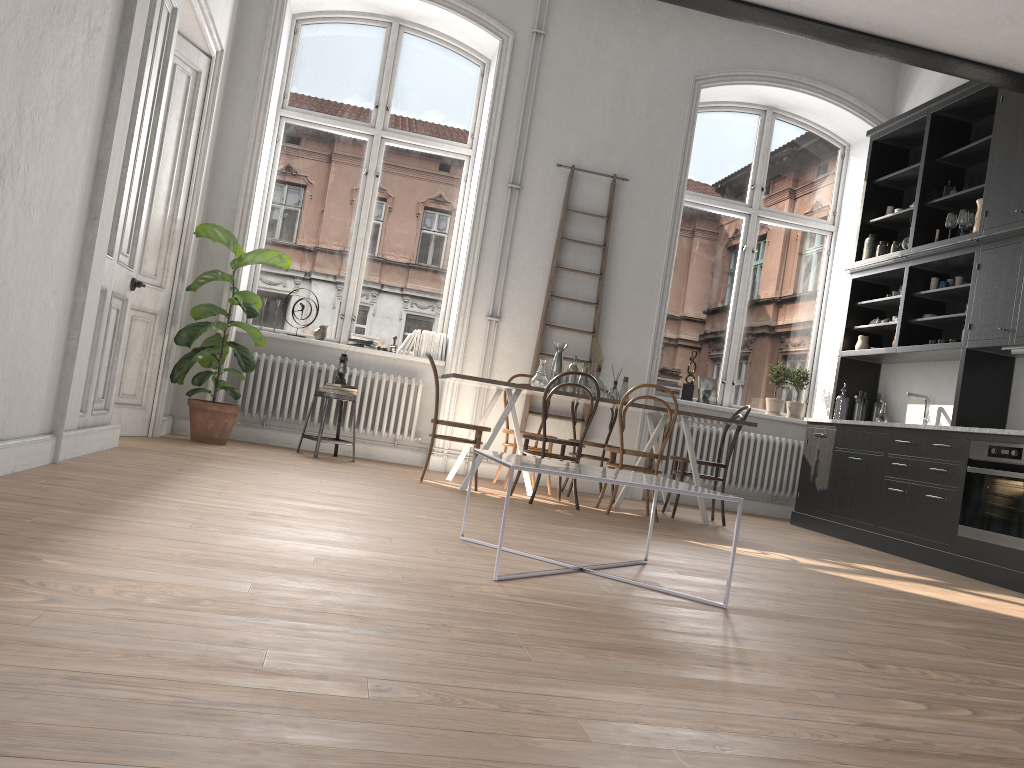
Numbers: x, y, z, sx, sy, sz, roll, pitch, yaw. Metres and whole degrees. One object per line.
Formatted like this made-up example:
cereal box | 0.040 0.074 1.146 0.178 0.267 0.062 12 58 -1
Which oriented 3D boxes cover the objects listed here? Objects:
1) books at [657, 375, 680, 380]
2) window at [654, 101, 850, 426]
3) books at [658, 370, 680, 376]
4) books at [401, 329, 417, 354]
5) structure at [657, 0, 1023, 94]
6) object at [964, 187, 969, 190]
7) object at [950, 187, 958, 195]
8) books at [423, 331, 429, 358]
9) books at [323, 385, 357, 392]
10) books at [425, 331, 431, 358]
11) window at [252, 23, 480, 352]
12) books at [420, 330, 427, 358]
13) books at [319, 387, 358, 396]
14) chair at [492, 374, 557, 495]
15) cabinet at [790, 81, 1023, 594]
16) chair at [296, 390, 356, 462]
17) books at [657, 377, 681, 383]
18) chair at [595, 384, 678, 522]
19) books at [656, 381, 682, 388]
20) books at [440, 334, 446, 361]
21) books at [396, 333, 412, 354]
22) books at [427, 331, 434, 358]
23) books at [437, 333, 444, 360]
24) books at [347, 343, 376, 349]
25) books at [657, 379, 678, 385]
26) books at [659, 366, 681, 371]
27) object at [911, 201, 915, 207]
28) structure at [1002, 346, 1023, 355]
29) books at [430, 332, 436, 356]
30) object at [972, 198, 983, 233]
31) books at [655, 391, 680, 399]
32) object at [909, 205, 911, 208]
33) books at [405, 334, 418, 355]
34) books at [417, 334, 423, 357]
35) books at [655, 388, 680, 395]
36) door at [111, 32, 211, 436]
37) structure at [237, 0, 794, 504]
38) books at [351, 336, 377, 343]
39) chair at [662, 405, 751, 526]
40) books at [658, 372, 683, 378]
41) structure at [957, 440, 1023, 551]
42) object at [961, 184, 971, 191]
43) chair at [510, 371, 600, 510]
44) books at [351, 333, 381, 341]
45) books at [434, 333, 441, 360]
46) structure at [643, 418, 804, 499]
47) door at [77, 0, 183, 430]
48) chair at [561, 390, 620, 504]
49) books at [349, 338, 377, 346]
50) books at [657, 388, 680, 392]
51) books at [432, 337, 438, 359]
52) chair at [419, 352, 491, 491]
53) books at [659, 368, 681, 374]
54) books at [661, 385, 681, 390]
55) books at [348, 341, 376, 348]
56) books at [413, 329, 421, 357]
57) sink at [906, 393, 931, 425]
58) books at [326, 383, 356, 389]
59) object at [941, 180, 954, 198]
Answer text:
books | 1.448 -0.060 8.288 0.205 0.022 0.155 10 -2 -16
window | 8.484 -4.473 12.866 14.388 15.931 26.398 9 -2 -11
books | 1.442 -0.103 8.287 0.231 0.023 0.162 9 -2 5
books | -0.912 -0.368 7.844 0.100 0.235 0.174 9 -2 -11
structure | 1.705 -2.191 1.961 5.928 1.213 4.158 9 -2 -11
object | 3.544 -1.477 6.911 0.044 0.121 0.058 8 -2 16
object | 3.469 -1.488 6.962 0.041 0.125 0.053 11 -2 -44
books | -0.773 -0.348 7.871 0.019 0.243 0.174 9 -2 -11
books | -1.389 0.038 7.181 0.232 0.029 0.162 11 -3 -40
books | -0.757 -0.345 7.892 0.019 0.243 0.174 9 -2 -11
window | -1.273 -1.788 7.940 1.623 2.842 0.013 9 -2 -11
books | -0.793 -0.351 7.858 0.024 0.243 0.175 9 -2 -11
books | -1.404 0.062 7.175 0.194 0.034 0.246 8 -2 29
chair | 0.130 0.377 7.052 0.438 0.920 0.549 9 -2 -13
cabinet | 3.319 -0.496 6.331 0.635 3.582 3.251 9 -2 -11
chair | -1.457 0.330 7.132 0.364 0.522 0.360 10 -2 -37
books | 1.447 -0.037 8.293 0.222 0.024 0.158 9 -2 -11
chair | 0.876 0.463 6.202 0.438 0.920 0.549 9 -2 0
books | 1.432 0.009 8.289 0.245 0.028 0.193 10 -2 -16
books | -0.613 -0.322 7.902 0.040 0.244 0.174 9 -2 -11
books | -0.954 -0.355 7.840 0.105 0.194 0.155 9 -2 -12
books | -0.737 -0.341 7.900 0.024 0.243 0.175 9 -2 -11
books | -0.644 -0.327 7.898 0.024 0.243 0.175 9 -2 -11
books | -1.318 -0.326 7.756 0.221 0.023 0.147 7 -3 38
books | 1.441 -0.015 8.287 0.205 0.022 0.155 9 -2 3
books | 1.454 -0.144 8.299 0.201 0.024 0.159 10 -2 -21
object | 3.399 -1.533 7.379 0.132 0.219 0.132 10 -2 -36
structure | 3.552 -0.228 5.580 0.379 0.123 0.843 9 -2 -11
books | -0.712 -0.338 7.883 0.019 0.243 0.174 9 -2 -11
object | 3.410 -1.208 6.449 0.094 0.267 0.116 8 -2 31
books | 1.409 0.102 8.270 0.248 0.043 0.192 9 -2 -11
object | 3.450 -1.472 7.642 0.059 0.135 0.082 9 -2 12
books | -0.890 -0.347 7.850 0.072 0.203 0.155 9 -2 -11
books | -0.819 -0.336 7.863 0.020 0.205 0.155 9 -2 -11
books | 1.417 0.070 8.270 0.250 0.023 0.175 10 -2 -15
door | -2.539 -1.045 5.972 0.216 2.813 1.097 9 -2 14
structure | 0.510 -1.331 7.870 5.183 4.473 0.340 9 -2 -11
books | -1.294 -0.389 7.743 0.205 0.020 0.155 10 -2 -21
chair | 1.474 0.578 6.749 0.549 0.920 0.438 9 -2 2
books | 1.446 -0.081 8.288 0.244 0.019 0.174 9 -2 -11
structure | 3.268 0.716 5.520 0.618 0.623 0.622 9 -2 -11
object | 3.586 -1.495 7.013 0.065 0.177 0.084 9 -2 11
chair | 0.302 0.370 6.128 0.438 0.920 0.549 9 -2 -15
books | -1.275 -0.411 7.767 0.244 0.019 0.174 9 -2 -1
books | -0.673 -0.331 7.913 0.024 0.243 0.175 9 -2 -11
structure | 2.010 0.695 8.238 1.577 0.552 0.194 9 -2 -11
door | -2.157 -1.026 4.862 0.216 2.813 1.097 9 -2 -9
chair | 0.671 0.469 7.237 0.438 0.920 0.549 9 -2 -4
books | -1.302 -0.369 7.754 0.221 0.023 0.147 9 -2 5
books | 1.420 0.047 8.270 0.249 0.023 0.175 9 -2 -10
books | -0.694 -0.316 7.888 0.020 0.205 0.155 9 -2 -11
chair | -0.419 0.267 6.406 0.549 0.920 0.438 9 -2 -3
books | 1.458 -0.122 8.290 0.205 0.020 0.155 9 -2 -11
books | 1.430 0.030 8.288 0.255 0.014 0.192 9 -2 -8
books | -1.307 -0.347 7.754 0.205 0.022 0.155 9 -2 9
books | -0.845 -0.359 7.879 0.024 0.243 0.175 9 -2 -11
sink | 3.078 0.309 7.064 0.514 0.504 0.526 9 -2 -11
books | -1.384 0.016 7.183 0.147 0.027 0.221 8 -2 21
object | 3.469 -1.523 7.052 0.084 0.199 0.065 9 -2 11
